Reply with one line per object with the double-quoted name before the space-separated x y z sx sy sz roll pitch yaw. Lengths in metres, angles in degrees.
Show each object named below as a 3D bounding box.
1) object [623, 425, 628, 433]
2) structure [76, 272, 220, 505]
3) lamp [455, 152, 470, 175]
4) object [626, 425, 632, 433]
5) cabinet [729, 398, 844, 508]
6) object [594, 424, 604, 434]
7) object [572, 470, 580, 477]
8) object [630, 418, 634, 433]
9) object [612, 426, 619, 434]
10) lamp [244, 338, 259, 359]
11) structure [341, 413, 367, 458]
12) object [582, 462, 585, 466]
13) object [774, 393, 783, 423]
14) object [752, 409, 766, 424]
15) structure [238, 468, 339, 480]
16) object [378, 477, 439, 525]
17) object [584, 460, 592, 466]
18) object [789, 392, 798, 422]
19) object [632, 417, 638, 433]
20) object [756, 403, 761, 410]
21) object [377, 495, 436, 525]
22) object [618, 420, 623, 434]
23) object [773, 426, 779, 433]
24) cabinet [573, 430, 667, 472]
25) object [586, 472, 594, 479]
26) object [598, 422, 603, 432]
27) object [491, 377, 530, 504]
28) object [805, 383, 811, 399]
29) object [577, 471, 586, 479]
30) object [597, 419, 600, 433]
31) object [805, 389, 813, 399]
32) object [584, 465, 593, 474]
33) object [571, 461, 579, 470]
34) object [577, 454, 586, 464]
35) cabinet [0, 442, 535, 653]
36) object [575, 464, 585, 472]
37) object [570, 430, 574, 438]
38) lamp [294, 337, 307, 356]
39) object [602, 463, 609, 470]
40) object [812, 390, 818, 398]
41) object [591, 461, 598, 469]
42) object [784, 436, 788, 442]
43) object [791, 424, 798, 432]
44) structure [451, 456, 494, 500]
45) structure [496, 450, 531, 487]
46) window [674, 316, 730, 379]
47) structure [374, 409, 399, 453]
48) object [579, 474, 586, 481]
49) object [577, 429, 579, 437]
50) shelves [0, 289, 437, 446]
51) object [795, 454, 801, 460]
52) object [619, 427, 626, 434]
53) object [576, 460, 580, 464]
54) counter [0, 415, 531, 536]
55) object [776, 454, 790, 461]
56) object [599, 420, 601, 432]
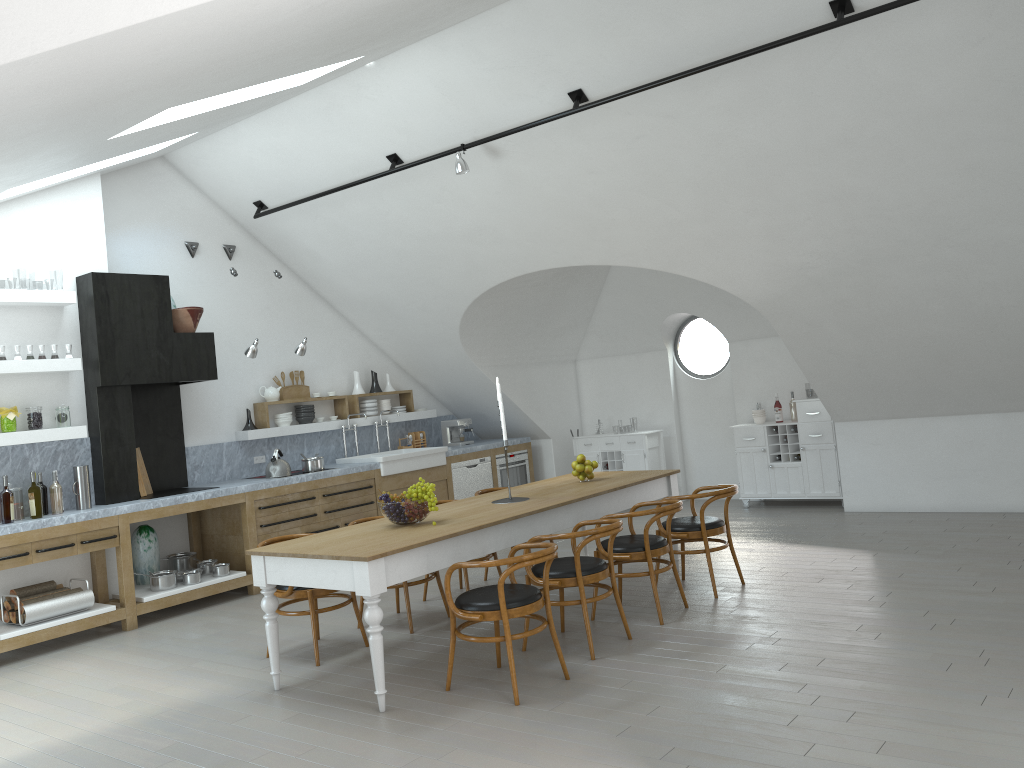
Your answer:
"object" 1.412 0.557 10.884 0.094 0.093 0.093 -6 -2 26
"structure" -3.234 0.032 7.752 0.779 1.887 1.076 -7 -2 38
"lamp" -0.394 -1.741 6.972 0.112 0.175 0.114 -6 -2 1
"object" 1.432 0.551 10.796 0.071 0.099 0.071 -5 -2 -29
"cabinet" 3.097 0.750 9.771 1.240 1.155 0.610 -7 -2 38
"object" 1.108 0.572 11.257 0.101 0.138 0.067 -7 -2 38
"object" 0.491 0.684 6.823 0.059 0.056 0.059 -7 -2 33
"object" 1.475 0.507 10.849 0.054 0.179 0.054 -6 -2 15
"object" 1.268 0.564 10.834 0.082 0.105 0.081 -4 -2 -39
"lamp" -2.387 -0.321 8.119 0.115 0.178 0.164 -5 -2 -34
"structure" -1.669 0.584 9.681 0.332 0.530 0.214 -6 -2 18
"object" 0.558 0.623 6.881 0.053 0.051 0.052 -6 -1 9
"object" 2.952 0.264 9.836 0.081 0.330 0.081 -7 -3 34
"object" 2.775 0.368 9.946 0.158 0.160 0.154 -5 -2 -24
"structure" -2.175 0.899 8.692 0.646 0.041 0.738 -6 -1 38
"object" -0.635 0.720 5.418 0.393 0.284 0.292 -6 -1 2
"object" 0.586 0.612 6.819 0.053 0.057 0.058 -5 -2 -37
"object" 3.089 0.248 9.721 0.085 0.331 0.085 -6 -2 -3
"object" 1.500 0.500 10.791 0.063 0.187 0.063 -7 -2 23
"object" 2.830 0.320 10.185 0.115 0.209 0.065 -7 -3 40
"object" -0.640 0.784 5.442 0.359 0.160 0.360 -6 -1 18
"object" 1.333 0.526 10.880 0.048 0.169 0.048 -7 -2 26
"object" 2.962 0.497 9.795 0.092 0.094 0.359 -7 -1 39
"cabinet" 1.321 1.007 10.924 1.132 0.790 0.497 -7 -2 38
"object" 0.604 0.705 6.838 0.064 0.063 0.063 -5 -2 -41
"object" 1.112 0.552 11.263 0.097 0.137 0.029 -7 -3 41
"object" -0.038 0.371 6.195 0.265 0.876 0.774 -6 -2 12
"object" 3.205 0.076 9.588 0.048 0.169 0.048 -5 -2 -19
"object" 0.542 0.704 6.878 0.080 0.074 0.078 -6 -1 -7
"object" 1.100 0.537 11.269 0.039 0.175 0.054 -7 -3 38
"object" 3.191 0.108 9.507 0.082 0.105 0.081 -5 -2 -14
"object" 0.585 0.657 6.785 0.071 0.072 0.070 -6 -1 3
"object" 0.491 0.629 6.849 0.066 0.071 0.072 -6 -1 7
"object" 0.535 0.577 6.847 0.072 0.074 0.072 -7 -2 38
"cabinet" -2.045 1.447 8.842 1.002 1.023 6.434 -7 -1 38
"object" 0.521 0.643 6.782 0.071 0.064 0.072 -7 -2 31
"object" 0.790 0.705 11.201 0.088 0.269 0.029 -6 -2 11
"lamp" -2.030 -0.356 8.573 0.168 0.176 0.112 -7 -2 30
"object" 1.206 1.010 10.894 0.081 0.085 0.317 -7 -1 39
"object" 3.265 0.111 9.553 0.077 0.085 0.077 -4 -2 -44
"object" 0.637 0.623 6.846 0.063 0.063 0.062 -6 -1 0
"object" 3.056 0.598 9.734 0.085 0.085 0.331 -7 -1 38
"object" 3.120 0.484 9.661 0.087 0.085 0.360 -7 -1 38
"structure" -0.658 1.307 10.364 0.597 0.824 0.725 -7 -2 38
"structure" -0.200 1.171 10.961 0.629 0.637 0.633 -7 -2 38
"window" 2.368 -0.465 10.891 0.898 0.901 0.060 -7 -2 38
"structure" -1.369 0.558 10.066 0.332 0.530 0.214 -6 -2 18
"object" 0.540 0.718 6.810 0.049 0.050 0.051 -7 -2 42
"object" 0.833 0.700 11.167 0.029 0.269 0.088 -5 -2 -25
"shelves" -2.666 -0.125 8.713 0.479 1.363 5.554 -7 -1 32
"object" 3.150 0.787 9.656 0.081 0.081 0.359 -7 -1 36
"object" 1.353 0.566 10.814 0.077 0.085 0.077 -6 -2 26
"object" 0.530 0.610 6.926 0.062 0.060 0.062 -7 -2 39
"counter" -2.099 0.628 8.946 0.960 0.620 6.581 -7 -1 38
"object" 3.018 0.799 9.768 0.156 0.085 0.331 -6 -1 39
"object" 1.116 0.537 11.237 0.024 0.164 0.039 -4 -3 -39
